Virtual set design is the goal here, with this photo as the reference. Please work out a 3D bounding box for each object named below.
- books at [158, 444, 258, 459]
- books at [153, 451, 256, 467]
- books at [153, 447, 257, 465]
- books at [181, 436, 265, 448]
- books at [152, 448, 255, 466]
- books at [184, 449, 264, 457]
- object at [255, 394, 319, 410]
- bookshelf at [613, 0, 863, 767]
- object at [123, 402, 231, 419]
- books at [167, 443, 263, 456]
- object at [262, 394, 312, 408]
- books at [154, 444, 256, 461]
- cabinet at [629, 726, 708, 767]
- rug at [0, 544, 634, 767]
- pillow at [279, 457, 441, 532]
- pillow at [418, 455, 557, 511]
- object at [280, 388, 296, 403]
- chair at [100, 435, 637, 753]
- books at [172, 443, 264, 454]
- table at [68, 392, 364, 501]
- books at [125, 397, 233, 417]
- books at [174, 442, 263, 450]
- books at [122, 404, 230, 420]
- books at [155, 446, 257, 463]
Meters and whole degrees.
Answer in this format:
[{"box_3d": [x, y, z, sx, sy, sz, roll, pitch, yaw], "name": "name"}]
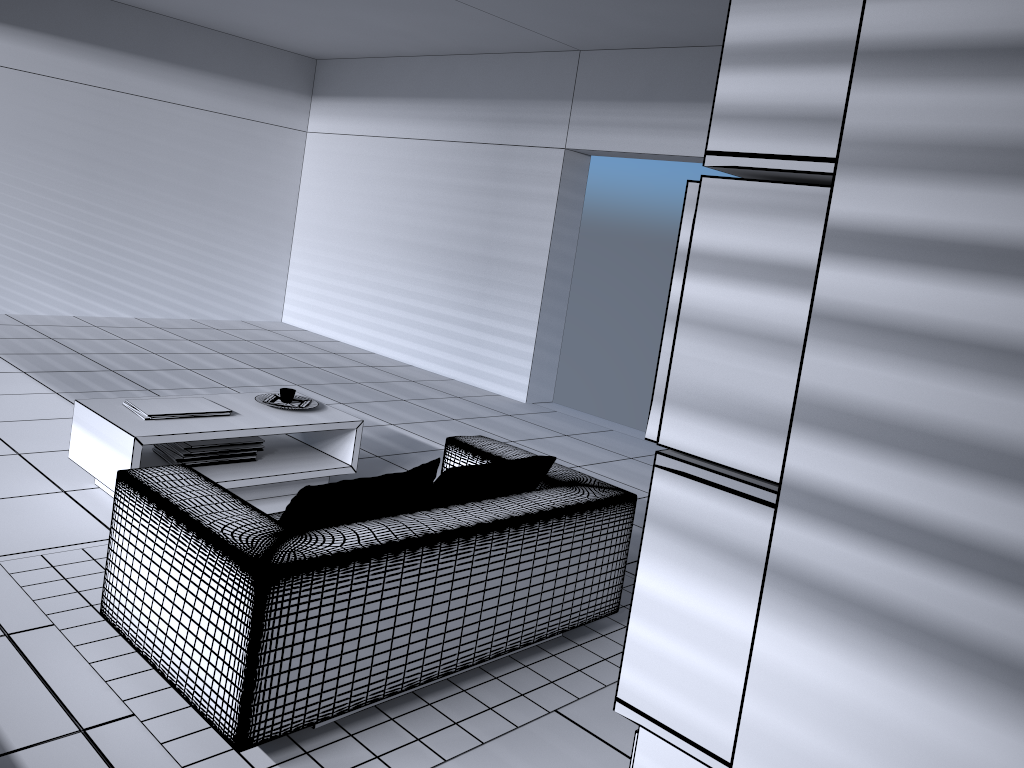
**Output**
[{"box_3d": [-1.500, 0.308, 4.346, 0.289, 0.008, 0.415, 18, 14, 42], "name": "books"}, {"box_3d": [-1.519, 0.354, 4.344, 0.289, 0.008, 0.415, 18, 14, 42], "name": "books"}, {"box_3d": [-1.503, 0.337, 4.346, 0.289, 0.008, 0.415, 18, 14, 42], "name": "books"}, {"box_3d": [-1.470, 0.258, 4.367, 0.289, 0.008, 0.415, 18, 14, 42], "name": "books"}, {"box_3d": [-1.522, 0.346, 4.339, 0.289, 0.008, 0.415, 18, 14, 42], "name": "books"}, {"box_3d": [-1.488, 0.304, 4.365, 0.289, 0.008, 0.415, 18, 14, 42], "name": "books"}, {"box_3d": [-1.182, 0.101, 4.625, 0.328, 0.024, 0.335, 5, 10, -18], "name": "object"}, {"box_3d": [1.300, -0.118, 2.257, 0.331, 1.240, 2.813, 12, 9, 42], "name": "bookshelf"}, {"box_3d": [-1.588, 0.117, 4.201, 0.289, 0.008, 0.415, 18, 14, 42], "name": "object"}, {"box_3d": [-1.491, 0.296, 4.360, 0.289, 0.008, 0.415, 18, 14, 42], "name": "books"}, {"box_3d": [-1.178, 0.095, 4.627, 0.217, 0.012, 0.217, 8, 10, -2], "name": "object"}, {"box_3d": [-1.519, 0.317, 4.338, 0.289, 0.008, 0.415, 18, 14, 42], "name": "books"}, {"box_3d": [1.209, 0.998, 2.638, 0.582, 0.445, 2.266, 15, 12, 41], "name": "cabinet"}, {"box_3d": [-0.477, 0.826, 3.433, 1.824, 0.001, 2.229, 17, 13, 41], "name": "rug"}, {"box_3d": [-0.533, 0.429, 2.833, 0.304, 0.394, 0.565, 14, 9, 39], "name": "pillow"}, {"box_3d": [-0.143, 0.434, 3.260, 0.344, 0.385, 0.567, 14, 10, 39], "name": "pillow"}, {"box_3d": [-1.176, 0.065, 4.627, 0.097, 0.069, 0.085, 12, 8, 23], "name": "object"}, {"box_3d": [-0.447, 0.599, 3.142, 0.973, 0.546, 1.646, 16, 12, 41], "name": "chair"}, {"box_3d": [-1.473, 0.287, 4.368, 0.289, 0.008, 0.415, 18, 14, 42], "name": "books"}, {"box_3d": [-1.437, 0.321, 4.362, 0.659, 0.385, 1.199, 16, 12, 41], "name": "table"}, {"box_3d": [-1.594, 0.107, 4.207, 0.289, 0.008, 0.415, 18, 14, 42], "name": "books"}, {"box_3d": [-1.489, 0.267, 4.360, 0.289, 0.008, 0.415, 18, 14, 42], "name": "books"}, {"box_3d": [-1.604, 0.122, 4.200, 0.289, 0.008, 0.415, 18, 14, 42], "name": "books"}, {"box_3d": [-1.516, 0.325, 4.344, 0.289, 0.008, 0.415, 18, 14, 42], "name": "books"}]
